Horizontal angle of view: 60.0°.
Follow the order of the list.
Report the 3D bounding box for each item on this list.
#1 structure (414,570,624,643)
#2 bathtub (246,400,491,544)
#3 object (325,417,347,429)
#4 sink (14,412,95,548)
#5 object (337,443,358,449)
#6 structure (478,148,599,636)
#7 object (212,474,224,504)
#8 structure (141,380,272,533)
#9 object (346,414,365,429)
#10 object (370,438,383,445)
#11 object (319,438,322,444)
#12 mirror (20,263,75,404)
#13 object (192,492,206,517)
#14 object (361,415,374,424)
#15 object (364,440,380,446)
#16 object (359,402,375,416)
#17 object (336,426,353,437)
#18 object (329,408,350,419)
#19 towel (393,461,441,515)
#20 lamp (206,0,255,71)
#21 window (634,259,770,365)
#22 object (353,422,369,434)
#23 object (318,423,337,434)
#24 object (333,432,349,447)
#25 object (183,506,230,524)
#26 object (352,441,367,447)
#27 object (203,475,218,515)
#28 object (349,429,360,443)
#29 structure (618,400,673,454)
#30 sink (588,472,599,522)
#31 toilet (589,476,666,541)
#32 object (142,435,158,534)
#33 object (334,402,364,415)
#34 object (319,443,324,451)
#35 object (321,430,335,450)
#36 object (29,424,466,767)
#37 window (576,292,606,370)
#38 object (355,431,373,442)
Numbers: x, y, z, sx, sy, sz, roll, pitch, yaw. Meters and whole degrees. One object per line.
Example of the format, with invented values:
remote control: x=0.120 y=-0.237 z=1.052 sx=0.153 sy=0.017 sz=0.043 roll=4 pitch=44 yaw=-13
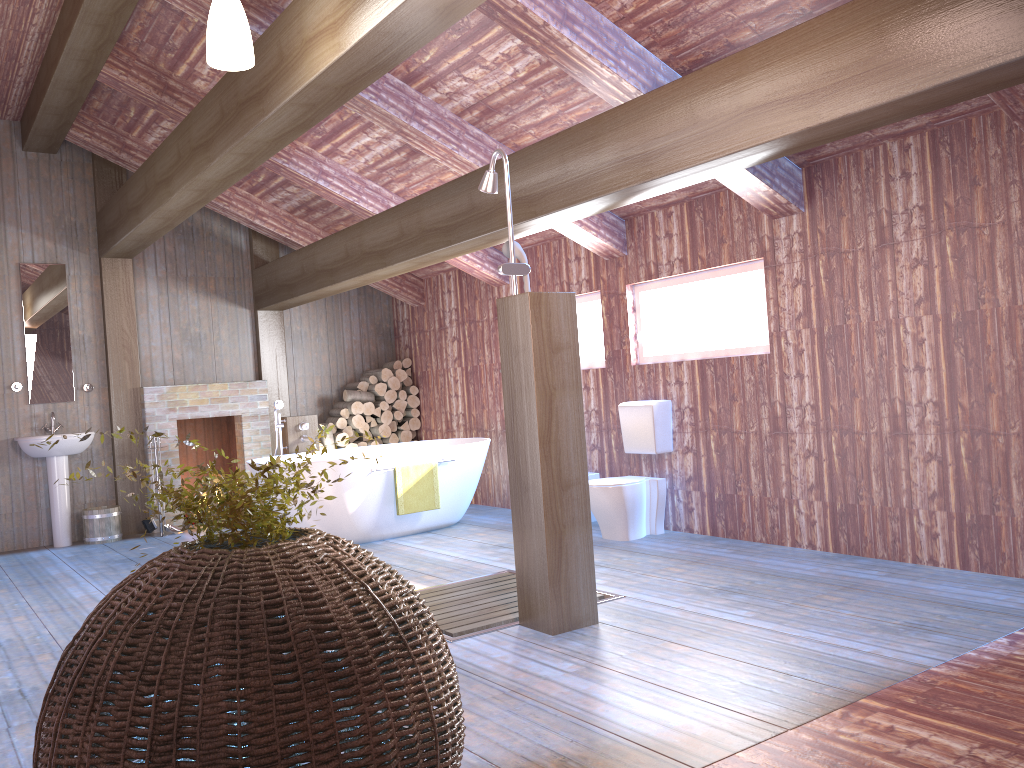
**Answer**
structure: x=-0.136 y=1.125 z=4.503 sx=1.000 sy=0.067 sz=1.000 roll=-4 pitch=0 yaw=-35
bathtub: x=-1.071 y=0.626 z=6.966 sx=1.935 sy=1.109 sz=1.460 roll=-4 pitch=0 yaw=-13
object: x=-1.747 y=0.388 z=8.803 sx=0.115 sy=0.123 sz=0.291 roll=-4 pitch=0 yaw=-34
sink: x=-3.790 y=0.800 z=7.429 sx=0.582 sy=1.143 sz=0.475 roll=-4 pitch=0 yaw=-35
object: x=-1.695 y=0.648 z=8.854 sx=0.139 sy=0.148 sz=0.458 roll=-4 pitch=0 yaw=-34
structure: x=0.109 y=-0.009 z=4.070 sx=0.328 sy=2.209 sz=0.522 roll=-4 pitch=0 yaw=-14
object: x=-2.945 y=1.122 z=8.839 sx=0.140 sy=0.459 sz=0.266 roll=-4 pitch=0 yaw=-17
structure: x=-2.825 y=0.657 z=8.270 sx=1.130 sy=1.330 sz=0.226 roll=-4 pitch=0 yaw=-35
object: x=-1.636 y=0.379 z=8.886 sx=0.141 sy=0.143 sz=0.437 roll=-4 pitch=0 yaw=-36
object: x=-1.450 y=0.610 z=9.126 sx=0.116 sy=0.118 sz=0.289 roll=-4 pitch=0 yaw=-37
object: x=-1.929 y=0.531 z=8.812 sx=0.108 sy=0.113 sz=0.302 roll=-4 pitch=0 yaw=-34
mirror: x=-3.985 y=-0.435 z=7.611 sx=0.350 sy=1.199 sz=0.009 roll=-4 pitch=0 yaw=-35
object: x=-3.040 y=1.170 z=8.694 sx=0.221 sy=0.306 sz=0.121 roll=-4 pitch=0 yaw=-7
object: x=-1.499 y=0.357 z=8.984 sx=0.088 sy=0.092 sz=0.280 roll=-4 pitch=0 yaw=-34
object: x=-1.485 y=0.622 z=8.980 sx=0.098 sy=0.100 sz=0.437 roll=-4 pitch=0 yaw=-36
object: x=-1.544 y=0.249 z=8.964 sx=0.138 sy=0.147 sz=0.440 roll=-4 pitch=0 yaw=-34
object: x=-1.703 y=0.474 z=8.850 sx=0.111 sy=0.113 sz=0.301 roll=-4 pitch=0 yaw=-35
object: x=-1.718 y=0.295 z=8.847 sx=0.106 sy=0.112 sz=0.282 roll=-4 pitch=0 yaw=-34
towel: x=-0.695 y=0.763 z=6.524 sx=0.370 sy=0.361 sz=0.032 roll=-4 pitch=0 yaw=-38
lamp: x=-1.103 y=-1.718 z=3.371 sx=0.174 sy=1.001 sz=0.174 roll=-4 pitch=0 yaw=36
window: x=1.264 y=-0.455 z=5.923 sx=0.054 sy=0.587 sz=1.255 roll=-4 pitch=0 yaw=-34
object: x=-1.551 y=0.438 z=8.940 sx=0.115 sy=0.123 sz=0.291 roll=-4 pitch=0 yaw=-34
object: x=-1.857 y=0.441 z=8.784 sx=0.114 sy=0.113 sz=0.301 roll=-4 pitch=0 yaw=-37
object: x=-1.766 y=0.544 z=8.791 sx=0.138 sy=0.147 sz=0.440 roll=-4 pitch=0 yaw=-34
object: x=-3.066 y=1.293 z=8.857 sx=0.935 sy=0.085 sz=0.829 roll=-4 pitch=0 yaw=38
object: x=-1.571 y=0.631 z=8.925 sx=0.114 sy=0.120 sz=0.303 roll=-4 pitch=0 yaw=-34
object: x=-2.906 y=1.103 z=8.590 sx=0.098 sy=0.434 sz=0.283 roll=-4 pitch=0 yaw=-36
object: x=-1.666 y=0.523 z=8.978 sx=0.128 sy=0.150 sz=0.323 roll=-4 pitch=0 yaw=-34
structure: x=0.931 y=0.299 z=6.172 sx=0.182 sy=0.363 sz=0.358 roll=-4 pitch=0 yaw=-34
sink: x=0.389 y=0.814 z=6.734 sx=0.515 sy=0.517 sz=0.335 roll=-4 pitch=0 yaw=-34
toilet: x=0.738 y=0.847 z=6.019 sx=0.534 sy=0.400 sz=0.375 roll=-4 pitch=0 yaw=-34
object: x=-3.156 y=0.871 z=7.676 sx=0.062 sy=0.846 sz=0.136 roll=-4 pitch=0 yaw=37
object: x=-1.639 y=0.242 z=8.898 sx=0.135 sy=0.145 sz=0.439 roll=-4 pitch=0 yaw=-34
object: x=-1.975 y=0.641 z=8.654 sx=0.139 sy=0.137 sz=0.455 roll=-4 pitch=0 yaw=-36
object: x=-1.773 y=0.586 z=8.576 sx=0.147 sy=0.298 sz=0.109 roll=-4 pitch=0 yaw=-32
object: x=-0.617 y=0.610 z=2.140 sx=0.970 sy=1.073 sz=0.972 roll=-4 pitch=0 yaw=36
window: x=0.407 y=-0.392 z=7.208 sx=0.054 sy=0.587 sz=1.255 roll=-4 pitch=0 yaw=-34
object: x=-1.544 y=0.530 z=9.065 sx=0.104 sy=0.127 sz=0.321 roll=-4 pitch=0 yaw=-34
